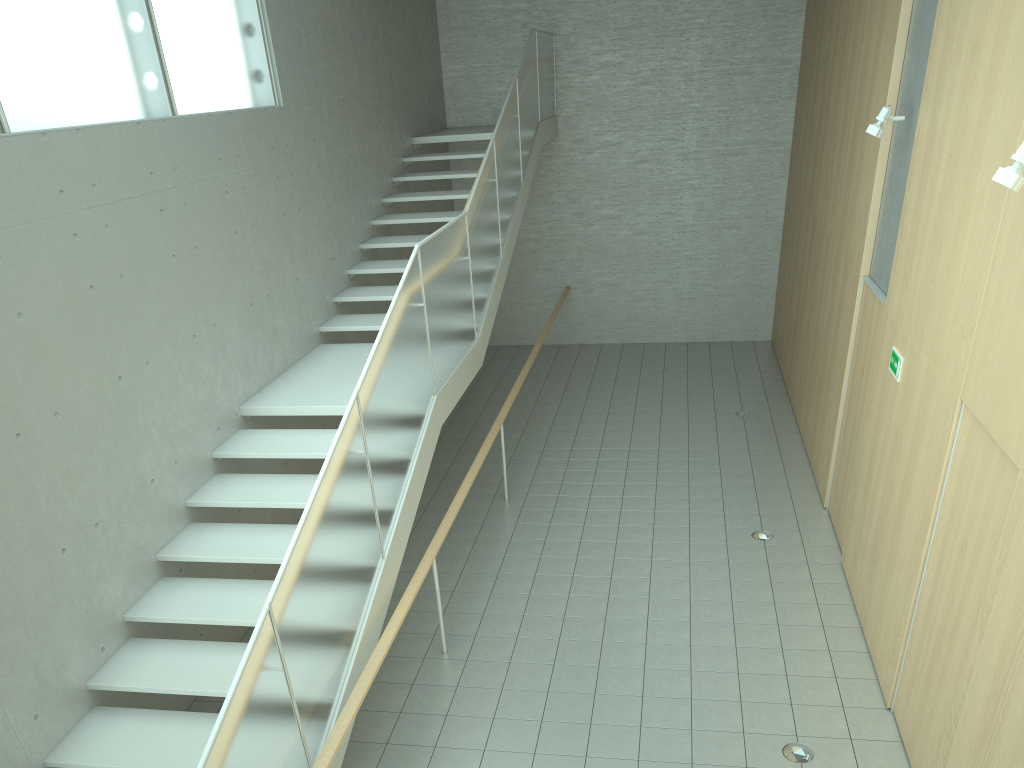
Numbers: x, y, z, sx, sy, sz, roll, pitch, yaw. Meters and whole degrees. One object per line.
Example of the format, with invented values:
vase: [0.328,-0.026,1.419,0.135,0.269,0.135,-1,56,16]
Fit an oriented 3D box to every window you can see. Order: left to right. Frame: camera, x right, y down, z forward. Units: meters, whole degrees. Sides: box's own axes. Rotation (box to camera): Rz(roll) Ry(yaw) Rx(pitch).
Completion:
window: [-3.060,-1.715,1.042,0.030,3.160,13.787,2,21,11]

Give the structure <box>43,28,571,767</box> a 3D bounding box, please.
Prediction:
structure: [-1.131,-0.535,7.354,1.882,4.835,11.108,2,22,11]

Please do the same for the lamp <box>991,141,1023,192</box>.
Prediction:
lamp: [2.045,-0.878,3.390,0.231,0.223,0.124,-7,27,-7]

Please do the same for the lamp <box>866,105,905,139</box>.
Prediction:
lamp: [2.529,-1.781,5.777,0.231,0.223,0.124,-7,27,-7]
